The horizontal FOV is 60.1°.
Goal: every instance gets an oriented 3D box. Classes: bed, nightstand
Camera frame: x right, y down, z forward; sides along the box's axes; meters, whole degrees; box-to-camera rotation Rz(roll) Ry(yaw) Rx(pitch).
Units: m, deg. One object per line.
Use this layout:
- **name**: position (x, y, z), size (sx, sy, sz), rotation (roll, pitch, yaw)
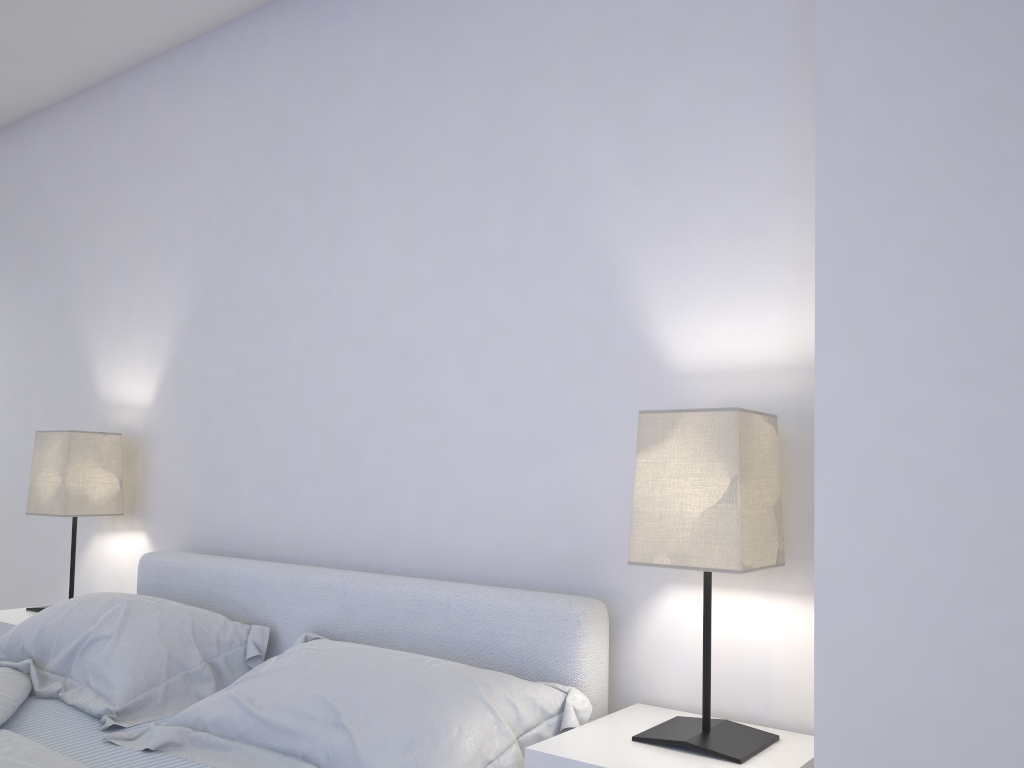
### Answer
- **bed**: position (-0.982, 0.789, 1.495), size (1.970, 0.812, 2.026), rotation (-3, -7, 36)
- **nightstand**: position (-0.569, 0.978, 2.166), size (2.552, 0.598, 0.401), rotation (-3, -6, 36)

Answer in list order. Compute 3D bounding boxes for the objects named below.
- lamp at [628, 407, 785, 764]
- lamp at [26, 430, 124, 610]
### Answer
- **lamp**: position (0.350, 0.342, 1.586), size (0.210, 0.581, 0.211), rotation (-1, -4, 36)
- **lamp**: position (-1.432, 0.448, 2.903), size (0.210, 0.580, 0.211), rotation (-1, -4, 31)
